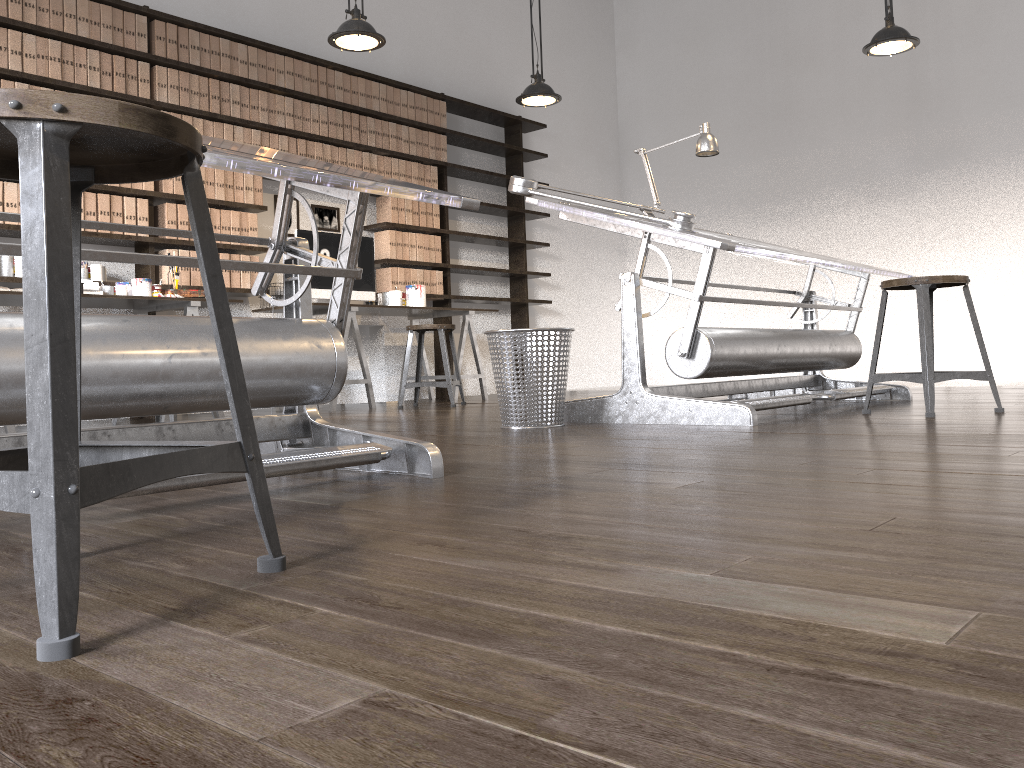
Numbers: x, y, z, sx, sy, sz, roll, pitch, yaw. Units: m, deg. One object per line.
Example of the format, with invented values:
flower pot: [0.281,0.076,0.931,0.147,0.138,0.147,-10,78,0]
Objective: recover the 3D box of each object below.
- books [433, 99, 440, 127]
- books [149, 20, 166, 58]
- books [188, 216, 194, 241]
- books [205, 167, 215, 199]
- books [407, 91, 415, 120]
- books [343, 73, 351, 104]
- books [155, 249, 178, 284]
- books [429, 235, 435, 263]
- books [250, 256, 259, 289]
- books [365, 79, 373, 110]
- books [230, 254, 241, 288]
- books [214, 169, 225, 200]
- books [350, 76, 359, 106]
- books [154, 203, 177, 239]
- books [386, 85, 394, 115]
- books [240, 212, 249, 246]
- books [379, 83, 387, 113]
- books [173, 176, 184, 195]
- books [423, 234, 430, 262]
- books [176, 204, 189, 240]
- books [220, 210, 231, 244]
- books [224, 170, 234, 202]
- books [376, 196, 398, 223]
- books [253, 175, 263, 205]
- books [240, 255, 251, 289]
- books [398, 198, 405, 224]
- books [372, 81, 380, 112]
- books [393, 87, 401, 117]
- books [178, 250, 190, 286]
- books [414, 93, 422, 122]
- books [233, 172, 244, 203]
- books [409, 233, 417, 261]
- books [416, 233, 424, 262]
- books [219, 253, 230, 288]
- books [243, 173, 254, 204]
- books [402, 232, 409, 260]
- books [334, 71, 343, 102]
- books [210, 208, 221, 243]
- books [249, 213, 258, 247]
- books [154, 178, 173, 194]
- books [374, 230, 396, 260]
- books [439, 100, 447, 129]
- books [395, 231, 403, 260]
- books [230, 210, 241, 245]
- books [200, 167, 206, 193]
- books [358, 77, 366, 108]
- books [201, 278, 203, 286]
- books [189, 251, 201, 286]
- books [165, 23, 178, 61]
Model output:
books: [-0.663,-2.157,7.121,0.174,0.226,0.067,-3,-2,41]
books: [-2.176,-2.070,5.377,0.174,0.226,0.067,-3,-2,41]
books: [-2.011,-0.978,5.487,0.174,0.226,0.067,-3,-2,41]
books: [-1.948,-1.258,5.577,0.174,0.226,0.067,-3,-2,41]
books: [-0.841,-2.147,6.905,0.174,0.226,0.067,-3,-2,41]
books: [-1.254,-2.123,6.439,0.174,0.226,0.067,-3,-2,41]
books: [-2.095,-0.695,5.364,0.174,0.226,0.067,-3,-2,41]
books: [-0.692,-1.055,7.003,0.174,0.226,0.067,-3,-2,41]
books: [-1.727,-0.717,5.793,0.174,0.226,0.067,-3,-2,41]
books: [-1.118,-2.131,6.593,0.174,0.226,0.067,-3,-2,41]
books: [-1.821,-0.711,5.686,0.174,0.226,0.067,-3,-2,41]
books: [-1.900,-1.260,5.625,0.174,0.226,0.067,-3,-2,41]
books: [-1.207,-2.126,6.492,0.174,0.226,0.067,-3,-2,41]
books: [-2.109,-0.973,5.375,0.174,0.226,0.067,-3,-2,41]
books: [-0.984,-2.139,6.748,0.174,0.226,0.067,-3,-2,41]
books: [-1.782,-0.992,5.748,0.174,0.226,0.067,-3,-2,41]
books: [-1.027,-2.136,6.693,0.174,0.226,0.067,-3,-2,41]
books: [-2.083,-1.250,5.422,0.174,0.226,0.067,-3,-2,41]
books: [-0.730,-1.052,6.952,0.174,0.226,0.067,-3,-2,41]
books: [-2.056,-0.976,5.427,0.174,0.226,0.067,-3,-2,41]
books: [-1.871,-0.986,5.648,0.174,0.226,0.067,-3,-2,41]
books: [-1.861,-1.263,5.680,0.174,0.226,0.067,-3,-2,41]
books: [-0.948,-1.316,6.730,0.174,0.226,0.067,-3,-2,41]
books: [-1.722,-1.271,5.841,0.174,0.226,0.067,-3,-2,41]
books: [-1.771,-0.714,5.736,0.174,0.226,0.067,-3,-2,41]
books: [-0.902,-1.318,6.784,0.174,0.226,0.067,-3,-2,41]
books: [-1.076,-2.133,6.639,0.174,0.226,0.067,-3,-2,41]
books: [-0.940,-2.141,6.802,0.174,0.226,0.067,-3,-2,41]
books: [-2.045,-0.698,5.417,0.174,0.226,0.067,-3,-2,41]
books: [-0.793,-2.150,6.959,0.174,0.226,0.067,-3,-2,41]
books: [-1.814,-1.265,5.733,0.174,0.226,0.067,-3,-2,41]
books: [-0.824,-1.047,6.850,0.174,0.226,0.067,-3,-2,41]
books: [-0.774,-1.050,6.902,0.174,0.226,0.067,-3,-2,41]
books: [-1.866,-0.709,5.626,0.174,0.226,0.067,-3,-2,41]
books: [-1.765,-1.268,5.784,0.174,0.226,0.067,-3,-2,41]
books: [-0.872,-1.044,6.799,0.174,0.226,0.067,-3,-2,41]
books: [-1.297,-2.121,6.383,0.174,0.226,0.067,-3,-2,41]
books: [-1.918,-0.984,5.594,0.174,0.226,0.067,-3,-2,41]
books: [-1.740,-0.994,5.795,0.174,0.226,0.067,-3,-2,41]
books: [-2.130,-1.247,5.371,0.174,0.226,0.067,-3,-2,41]
books: [-0.960,-1.039,6.690,0.174,0.226,0.067,-3,-2,41]
books: [-0.614,-2.160,7.171,0.174,0.226,0.067,-3,-2,41]
books: [-0.917,-1.042,6.746,0.174,0.226,0.067,-3,-2,41]
books: [-1.822,-0.989,5.695,0.174,0.226,0.067,-3,-2,41]
books: [-1.988,-1.255,5.529,0.174,0.226,0.067,-3,-2,41]
books: [-1.159,-2.129,6.539,0.174,0.226,0.067,-3,-2,41]
books: [-1.960,-0.703,5.522,0.174,0.226,0.067,-3,-2,41]
books: [-1.998,-0.701,5.471,0.174,0.226,0.067,-3,-2,41]
books: [-2.123,-2.073,5.430,0.174,0.226,0.067,-3,-2,41]
